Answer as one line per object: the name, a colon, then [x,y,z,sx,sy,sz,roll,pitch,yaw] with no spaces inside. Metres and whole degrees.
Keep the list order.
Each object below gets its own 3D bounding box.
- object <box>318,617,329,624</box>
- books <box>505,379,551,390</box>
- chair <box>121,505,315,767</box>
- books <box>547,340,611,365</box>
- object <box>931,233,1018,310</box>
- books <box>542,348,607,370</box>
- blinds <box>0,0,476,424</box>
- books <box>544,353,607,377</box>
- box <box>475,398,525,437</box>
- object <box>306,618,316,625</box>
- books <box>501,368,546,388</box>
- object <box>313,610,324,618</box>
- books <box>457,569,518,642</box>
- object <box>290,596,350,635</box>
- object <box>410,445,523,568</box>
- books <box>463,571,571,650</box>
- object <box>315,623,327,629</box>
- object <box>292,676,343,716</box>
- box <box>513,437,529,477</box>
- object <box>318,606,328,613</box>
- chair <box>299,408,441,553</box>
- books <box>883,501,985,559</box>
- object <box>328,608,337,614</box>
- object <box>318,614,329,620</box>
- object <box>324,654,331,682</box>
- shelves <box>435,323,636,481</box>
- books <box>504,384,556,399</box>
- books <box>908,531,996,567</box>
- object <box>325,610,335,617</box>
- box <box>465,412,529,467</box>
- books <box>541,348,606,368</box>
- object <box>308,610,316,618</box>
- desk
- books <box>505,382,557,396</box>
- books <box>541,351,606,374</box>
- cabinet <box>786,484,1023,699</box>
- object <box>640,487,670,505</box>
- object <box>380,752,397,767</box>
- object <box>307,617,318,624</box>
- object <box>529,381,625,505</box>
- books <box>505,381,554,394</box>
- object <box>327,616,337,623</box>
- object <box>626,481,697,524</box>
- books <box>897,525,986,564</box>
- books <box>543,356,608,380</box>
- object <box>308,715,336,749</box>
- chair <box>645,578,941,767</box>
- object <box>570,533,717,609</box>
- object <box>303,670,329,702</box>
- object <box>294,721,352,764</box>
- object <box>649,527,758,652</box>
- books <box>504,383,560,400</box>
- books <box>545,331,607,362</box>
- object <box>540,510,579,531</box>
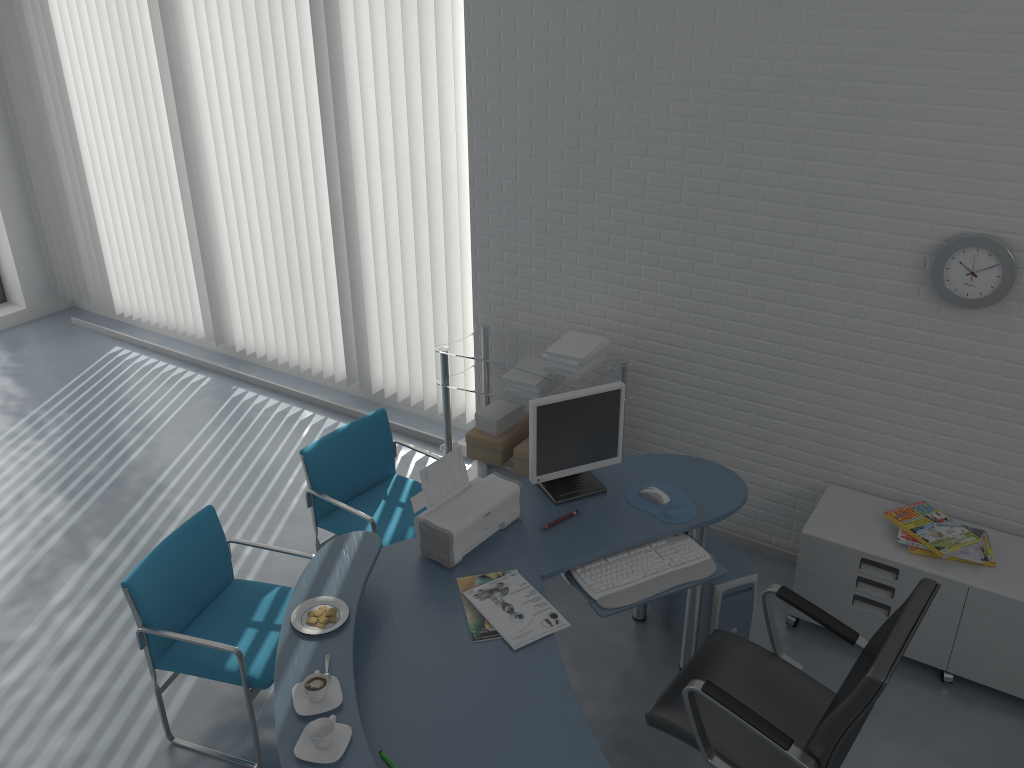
object: [-0.522,0.654,2.456,0.025,0.005,0.027,11,28,22]
books: [0.119,-0.048,4.277,0.190,0.015,0.270,16,31,30]
chair: [-0.997,0.901,3.232,0.543,0.707,0.542,7,27,16]
books: [0.309,-0.164,4.074,0.190,0.015,0.270,15,30,29]
object: [1.686,-0.411,3.240,0.279,0.277,0.041,15,30,29]
books: [0.291,-0.139,4.091,0.190,0.015,0.270,15,30,29]
blinds: [-1.909,-1.593,5.427,4.001,2.955,0.158,15,30,29]
books: [0.296,-0.109,4.098,0.190,0.015,0.270,14,29,27]
box: [-0.060,0.161,4.459,0.139,0.090,0.234,18,32,33]
object: [-0.556,0.658,2.460,0.027,0.005,0.025,2,26,4]
books: [0.097,-0.060,4.267,0.190,0.015,0.270,14,29,27]
object: [-0.542,0.642,2.482,0.025,0.005,0.027,18,32,33]
books: [-0.048,0.679,2.737,0.200,0.005,0.300,-6,27,-11]
object: [-0.535,0.648,2.476,0.162,0.011,0.162,-7,27,-13]
object: [-0.157,0.395,3.014,0.197,0.273,0.392,18,32,34]
books: [0.011,0.688,2.713,0.200,0.010,0.300,-16,30,-29]
object: [-0.526,0.664,2.446,0.027,0.005,0.025,10,28,20]
object: [-0.484,0.779,2.208,0.119,0.016,0.119,-9,27,-17]
box: [0.188,0.329,4.364,0.207,0.133,0.347,16,30,30]
object: [-0.533,0.637,2.503,0.025,0.005,0.027,-7,27,-14]
chair: [-0.554,0.569,3.904,0.543,0.707,0.542,18,32,33]
books: [1.642,0.564,3.462,0.210,0.020,0.300,-11,28,-20]
object: [-0.506,0.640,2.496,0.025,0.005,0.027,0,26,1]
object: [-0.527,0.651,2.473,0.025,0.005,0.027,8,27,16]
object: [-0.479,0.733,2.292,0.025,0.021,0.119,-5,26,-9]
shelves: [0.105,0.238,4.409,0.896,0.848,0.441,16,30,30]
books: [0.112,-0.007,4.296,0.190,0.015,0.270,13,29,26]
books: [1.696,0.615,3.448,0.300,0.020,0.210,7,27,16]
object: [-0.510,0.641,2.482,0.027,0.005,0.025,-5,26,-10]
box: [-0.059,0.261,4.508,0.207,0.133,0.347,13,29,25]
books: [0.288,-0.149,4.078,0.190,0.015,0.270,17,31,32]
object: [-0.559,0.645,2.486,0.025,0.005,0.027,-10,27,-18]
desk: [0.061,1.030,2.725,1.402,0.900,2.282,3,26,7]
books: [0.121,-0.020,4.288,0.190,0.015,0.270,16,30,30]
books: [0.287,-0.123,4.093,0.190,0.015,0.270,16,31,31]
cabinet: [1.792,0.869,3.499,1.259,0.484,0.447,15,30,29]
object: [0.525,0.402,3.252,0.115,0.035,0.054,22,34,38]
object: [-0.263,0.961,2.156,0.011,0.010,0.200,-20,32,-34]
object: [-0.553,0.655,2.456,0.027,0.005,0.025,5,27,12]
object: [0.212,0.194,3.256,0.365,0.417,0.212,-11,28,-21]
books: [0.116,-0.032,4.277,0.190,0.015,0.270,15,30,28]
object: [-0.501,0.654,2.466,0.025,0.005,0.027,0,26,0]
object: [0.554,0.416,3.240,0.213,0.026,0.285,-23,34,-38]
books: [1.668,0.593,3.447,0.300,0.020,0.210,12,29,25]
books: [0.296,-0.095,4.105,0.190,0.015,0.270,15,30,29]
object: [-0.436,0.818,2.072,0.078,0.049,0.062,-18,31,-32]
chair: [0.819,0.989,2.739,0.652,0.948,0.584,19,32,34]
object: [0.442,0.613,2.993,0.478,0.028,0.276,-13,28,-23]
object: [-0.481,0.755,2.204,0.062,0.049,0.078,10,28,21]
object: [-0.442,0.842,2.079,0.119,0.016,0.119,5,26,11]
object: [0.775,0.845,3.636,0.199,0.422,0.471,-11,28,-20]
books: [0.112,0.006,4.302,0.190,0.015,0.270,15,30,28]
books: [0.295,-0.176,4.065,0.190,0.015,0.270,13,29,25]
object: [0.167,0.482,3.127,0.178,0.013,0.013,-20,32,-35]
